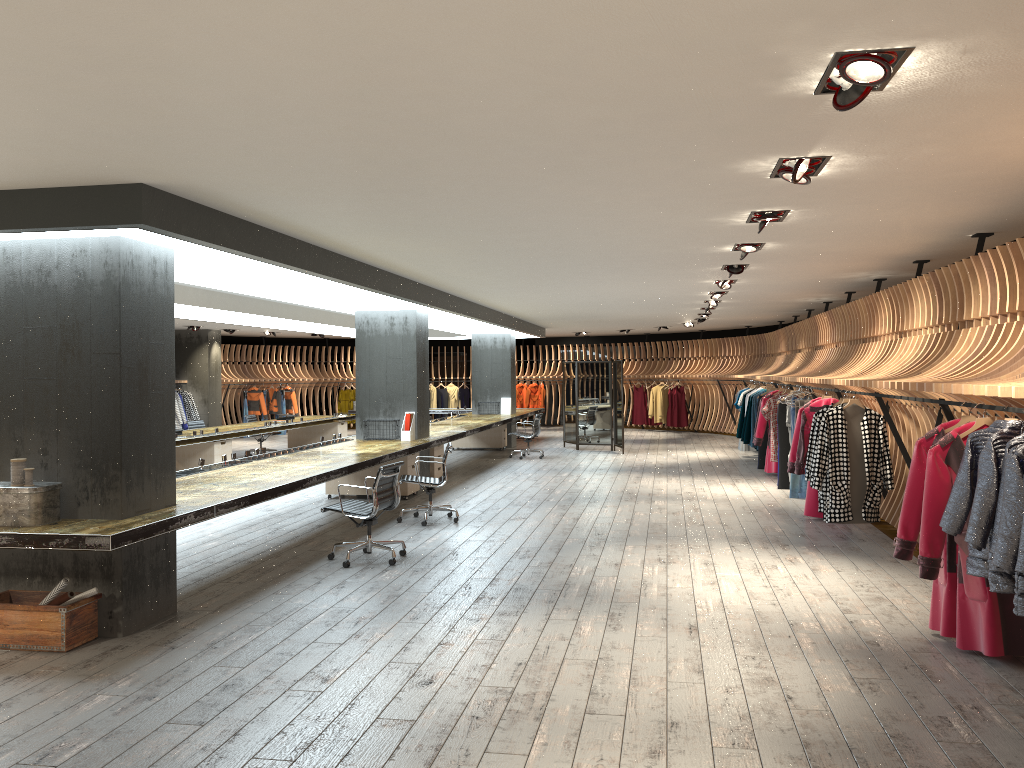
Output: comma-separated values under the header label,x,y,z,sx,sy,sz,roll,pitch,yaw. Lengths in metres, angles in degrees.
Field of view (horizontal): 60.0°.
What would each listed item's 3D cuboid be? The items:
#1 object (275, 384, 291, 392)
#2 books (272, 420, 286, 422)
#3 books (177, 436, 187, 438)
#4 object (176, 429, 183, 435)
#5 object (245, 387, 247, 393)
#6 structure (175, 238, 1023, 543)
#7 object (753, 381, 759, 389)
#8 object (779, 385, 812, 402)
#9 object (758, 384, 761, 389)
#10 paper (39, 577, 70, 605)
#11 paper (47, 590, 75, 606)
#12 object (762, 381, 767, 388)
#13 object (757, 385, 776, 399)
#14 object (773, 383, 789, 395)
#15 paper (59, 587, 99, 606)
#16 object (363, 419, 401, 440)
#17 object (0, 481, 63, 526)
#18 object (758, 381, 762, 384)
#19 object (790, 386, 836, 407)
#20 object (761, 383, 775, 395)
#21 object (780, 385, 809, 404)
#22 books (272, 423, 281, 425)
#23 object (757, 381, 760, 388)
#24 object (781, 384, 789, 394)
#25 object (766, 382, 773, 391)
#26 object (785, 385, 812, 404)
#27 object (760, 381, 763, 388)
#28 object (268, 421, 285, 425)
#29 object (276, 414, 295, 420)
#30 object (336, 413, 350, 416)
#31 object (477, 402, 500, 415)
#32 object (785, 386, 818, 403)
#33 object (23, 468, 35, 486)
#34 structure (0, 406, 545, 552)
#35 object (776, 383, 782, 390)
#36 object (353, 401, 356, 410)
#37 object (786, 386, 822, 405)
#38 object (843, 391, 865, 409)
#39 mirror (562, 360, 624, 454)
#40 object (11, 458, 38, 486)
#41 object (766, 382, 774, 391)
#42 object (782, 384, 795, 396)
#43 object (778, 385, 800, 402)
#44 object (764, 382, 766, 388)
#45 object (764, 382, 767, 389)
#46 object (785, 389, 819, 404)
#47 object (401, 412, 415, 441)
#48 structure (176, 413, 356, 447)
label,x,y,z,sx,sy,sz,roll,pitch,yaw
object,-6.450,0.092,24.718,0.549,0.243,0.023,-1,0,-14
books,-4.493,0.720,17.290,0.213,0.026,0.366,0,1,10
books,-4.827,0.768,12.885,0.155,0.025,0.110,-1,1,5
object,-5.211,0.741,13.469,0.262,0.088,0.373,0,1,10
object,-7.115,0.110,23.720,0.023,0.243,0.549,-1,0,-9
structure,-3.198,0.268,9.866,14.881,2.440,36.556,0,1,10
object,4.782,0.087,17.263,0.524,0.284,0.014,0,0,20
object,3.886,0.132,12.058,0.023,0.243,0.549,0,0,-44
object,4.733,0.087,16.871,0.525,0.270,0.012,0,0,15
paper,-2.883,1.380,5.386,0.572,0.460,0.043,0,0,27
paper,-2.915,1.408,5.427,0.723,0.365,0.047,0,0,29
object,4.632,0.087,16.272,0.525,0.270,0.012,0,0,10
object,4.372,0.111,14.844,0.525,0.270,0.012,0,0,15
object,4.215,0.123,13.823,0.525,0.270,0.012,0,0,20
paper,-2.870,1.406,5.443,0.624,0.290,0.041,-1,0,-9
object,-1.780,0.633,12.125,0.459,0.289,0.329,-1,0,8
object,-3.091,0.745,5.533,0.498,0.239,0.303,0,0,10
object,4.769,0.085,16.994,0.525,0.270,0.012,0,0,10
object,3.726,0.156,10.964,0.547,0.262,0.023,0,0,11
object,4.414,0.109,15.020,0.525,0.270,0.012,0,0,35
object,3.828,0.138,11.700,0.549,0.243,0.023,0,0,16
books,-4.270,0.726,16.055,0.155,0.025,0.110,-1,1,5
object,4.771,0.084,17.077,0.525,0.270,0.012,0,0,10
object,4.082,0.131,13.188,0.525,0.270,0.012,0,0,10
object,4.531,0.100,15.631,0.525,0.270,0.012,0,0,10
object,3.850,0.135,11.857,0.549,0.243,0.023,-1,0,-29
object,4.671,0.084,16.503,0.525,0.270,0.012,0,0,15
object,-4.274,0.715,16.059,0.302,0.071,0.209,-1,1,5
object,-4.590,0.671,17.998,0.261,0.111,0.373,0,1,10
object,-3.699,0.672,19.388,0.302,0.074,0.217,-1,1,4
object,-0.504,0.536,19.418,0.459,0.289,0.329,0,0,13
object,3.803,0.141,11.596,0.549,0.243,0.023,-1,0,-19
object,-2.965,0.572,5.445,0.062,0.109,0.062,-1,0,-20
structure,-3.134,1.085,13.984,4.835,0.844,18.476,0,1,10
object,4.236,0.120,14.068,0.525,0.270,0.012,0,0,10
object,-3.863,0.554,22.678,0.303,0.239,0.498,-1,0,10
object,3.730,0.144,11.158,0.549,0.243,0.023,0,0,11
object,3.274,0.197,8.487,0.525,0.270,0.012,-1,0,0
mirror,1.731,0.455,18.769,0.443,1.892,2.111,0,0,-39
object,-3.033,0.565,5.562,0.088,0.204,0.262,-1,0,8
object,4.459,0.103,15.315,0.525,0.270,0.012,0,0,20
object,4.040,0.141,12.979,0.524,0.286,0.015,-1,0,-5
object,3.870,0.138,11.963,0.549,0.250,0.023,0,0,11
object,4.571,0.096,15.944,0.525,0.270,0.012,0,0,15
object,4.532,0.097,15.744,0.525,0.270,0.012,0,0,10
object,3.802,0.149,11.474,0.548,0.256,0.023,0,0,36
object,-1.420,0.578,12.120,0.129,0.383,0.239,-1,0,10
structure,-4.906,1.097,14.511,1.162,0.844,10.452,-1,1,10
